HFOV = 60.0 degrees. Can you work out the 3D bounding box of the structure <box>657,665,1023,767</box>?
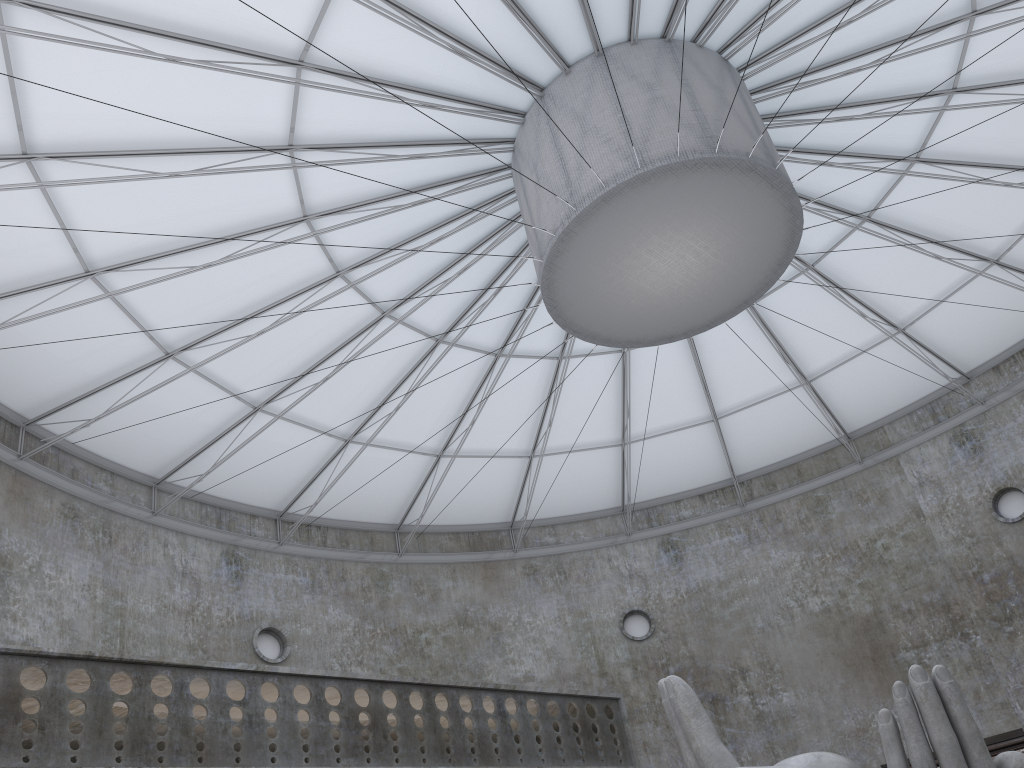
[{"bbox_3d":[7.721,6.095,14.722,10.714,5.566,16.044,-12,-33,0],"label":"structure"}]
